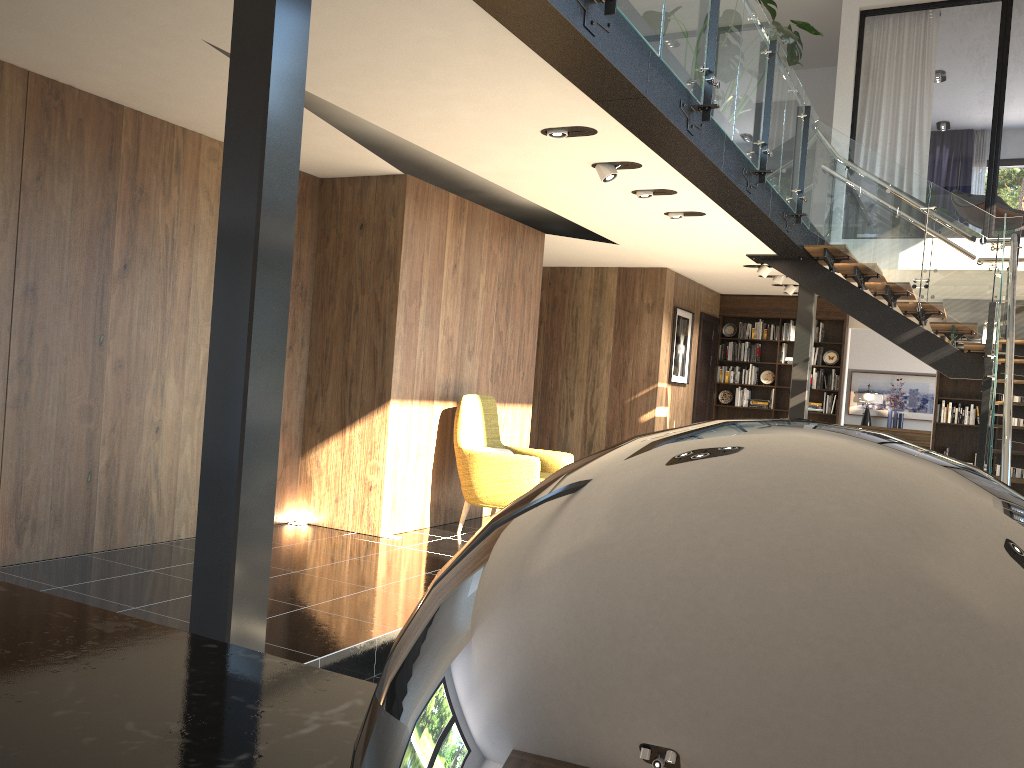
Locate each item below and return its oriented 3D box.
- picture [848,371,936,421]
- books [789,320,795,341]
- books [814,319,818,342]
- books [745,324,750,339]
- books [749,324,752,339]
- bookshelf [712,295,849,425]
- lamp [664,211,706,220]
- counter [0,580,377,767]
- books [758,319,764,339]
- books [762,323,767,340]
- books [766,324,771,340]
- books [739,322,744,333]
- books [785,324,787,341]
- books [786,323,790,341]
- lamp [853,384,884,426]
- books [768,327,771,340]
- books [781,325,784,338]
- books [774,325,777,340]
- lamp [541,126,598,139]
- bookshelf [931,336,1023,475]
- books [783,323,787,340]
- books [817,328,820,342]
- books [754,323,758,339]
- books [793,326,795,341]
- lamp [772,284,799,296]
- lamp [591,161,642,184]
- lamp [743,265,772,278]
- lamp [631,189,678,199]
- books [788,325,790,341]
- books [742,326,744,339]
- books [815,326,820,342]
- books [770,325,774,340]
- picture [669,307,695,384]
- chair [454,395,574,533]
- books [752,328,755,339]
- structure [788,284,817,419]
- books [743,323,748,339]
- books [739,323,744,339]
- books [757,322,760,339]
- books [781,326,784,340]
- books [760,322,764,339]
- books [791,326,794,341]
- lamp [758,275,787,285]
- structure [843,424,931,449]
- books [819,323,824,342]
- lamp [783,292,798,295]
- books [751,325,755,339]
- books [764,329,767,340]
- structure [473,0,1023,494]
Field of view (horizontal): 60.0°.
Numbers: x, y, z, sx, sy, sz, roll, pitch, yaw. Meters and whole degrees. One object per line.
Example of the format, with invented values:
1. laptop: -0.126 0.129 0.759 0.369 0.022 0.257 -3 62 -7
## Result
1. picture: 7.373 0.275 14.424 3.541 0.748 0.035 4 1 28
2. books: 3.828 -0.723 12.113 0.011 0.276 0.288 5 1 28
3. books: 4.105 -0.715 11.997 0.017 0.302 0.266 5 1 28
4. books: 3.323 -0.732 12.433 0.059 0.216 0.159 5 1 27
5. books: 3.358 -0.727 12.422 0.014 0.212 0.184 5 1 28
6. bookshelf: 3.651 0.142 12.239 1.703 2.683 0.273 5 1 28
7. lamp: 1.409 -1.430 7.214 0.346 0.177 0.195 4 0 28
8. counter: -0.575 0.152 0.367 3.572 0.041 0.698 4 0 28
9. books: 3.463 -0.752 12.320 0.012 0.278 0.228 5 1 28
10. books: 3.509 -0.727 12.335 0.020 0.235 0.206 5 1 28
11. books: 3.572 -0.713 12.316 0.030 0.217 0.165 5 1 28
12. books: 3.230 -0.748 12.486 0.017 0.234 0.200 5 1 28
13. books: 3.786 -0.703 12.168 0.014 0.231 0.280 5 0 28
14. books: 3.796 -0.707 12.157 0.013 0.239 0.255 5 1 28
15. lamp: 5.966 0.358 14.870 0.470 0.726 0.470 5 1 20
16. books: 3.581 -0.690 12.273 0.029 0.172 0.187 5 1 28
17. books: 3.747 -0.698 12.249 0.023 0.213 0.194 5 1 28
18. books: 3.642 -0.705 12.255 0.039 0.212 0.172 5 1 28
19. lamp: 0.335 -1.521 5.151 0.346 0.158 0.195 4 0 28
20. bookshelf: 6.324 0.346 10.841 2.089 2.683 0.273 5 1 28
21. books: 3.775 -0.707 12.196 0.033 0.237 0.231 5 1 28
22. books: 4.169 -0.652 12.002 0.027 0.186 0.220 5 1 28
23. books: 3.422 -0.731 12.356 0.039 0.230 0.205 5 1 28
24. books: 3.890 -0.684 12.156 0.027 0.207 0.203 5 1 28
25. lamp: 3.415 -1.236 11.067 0.346 0.263 0.195 5 1 28
26. lamp: 0.690 -1.449 5.839 0.346 0.247 0.195 5 1 28
27. lamp: 2.700 -1.290 9.693 0.346 0.263 0.195 5 1 28
28. lamp: 1.051 -1.457 6.526 0.346 0.177 0.195 4 0 28
29. books: 3.827 -0.705 12.164 0.035 0.241 0.208 5 1 28
30. books: 3.269 -0.718 12.475 0.020 0.181 0.153 5 1 27
31. books: 4.154 -0.669 12.040 0.037 0.218 0.144 5 1 28
32. books: 3.616 -0.707 12.277 0.027 0.212 0.180 5 1 28
33. picture: 2.107 -0.463 10.982 0.028 0.911 0.748 5 1 28
34. chair: 0.057 0.665 7.101 1.030 1.098 0.808 5 1 27
35. books: 3.394 -0.696 12.389 0.035 0.156 0.186 5 0 28
36. structure: 4.255 0.455 9.195 3.780 3.245 1.149 5 1 28
37. books: 3.282 -0.738 12.446 0.026 0.222 0.202 5 1 28
38. books: 3.230 -0.739 12.444 0.024 0.216 0.210 5 1 28
39. books: 3.445 -0.734 12.330 0.025 0.239 0.220 5 1 28
40. books: 3.744 -0.693 12.198 0.021 0.204 0.224 5 1 28
41. books: 3.487 -0.734 12.335 0.020 0.245 0.228 5 1 28
42. books: 3.863 -0.690 12.152 0.019 0.216 0.214 5 1 28
43. lamp: 3.058 -1.279 10.379 0.346 0.231 0.195 4 0 28
44. structure: 6.842 1.257 14.461 6.273 0.982 0.886 4 0 28
45. books: 4.179 -0.689 11.973 0.013 0.262 0.217 5 1 28
46. lamp: 3.778 -1.251 11.756 0.346 0.177 0.195 4 0 28
47. books: 3.382 -0.720 12.428 0.025 0.203 0.156 5 1 28
48. books: 3.543 -0.681 12.341 0.040 0.149 0.126 5 1 28
49. structure: 2.597 -0.077 5.799 3.446 4.869 7.282 5 0 27
